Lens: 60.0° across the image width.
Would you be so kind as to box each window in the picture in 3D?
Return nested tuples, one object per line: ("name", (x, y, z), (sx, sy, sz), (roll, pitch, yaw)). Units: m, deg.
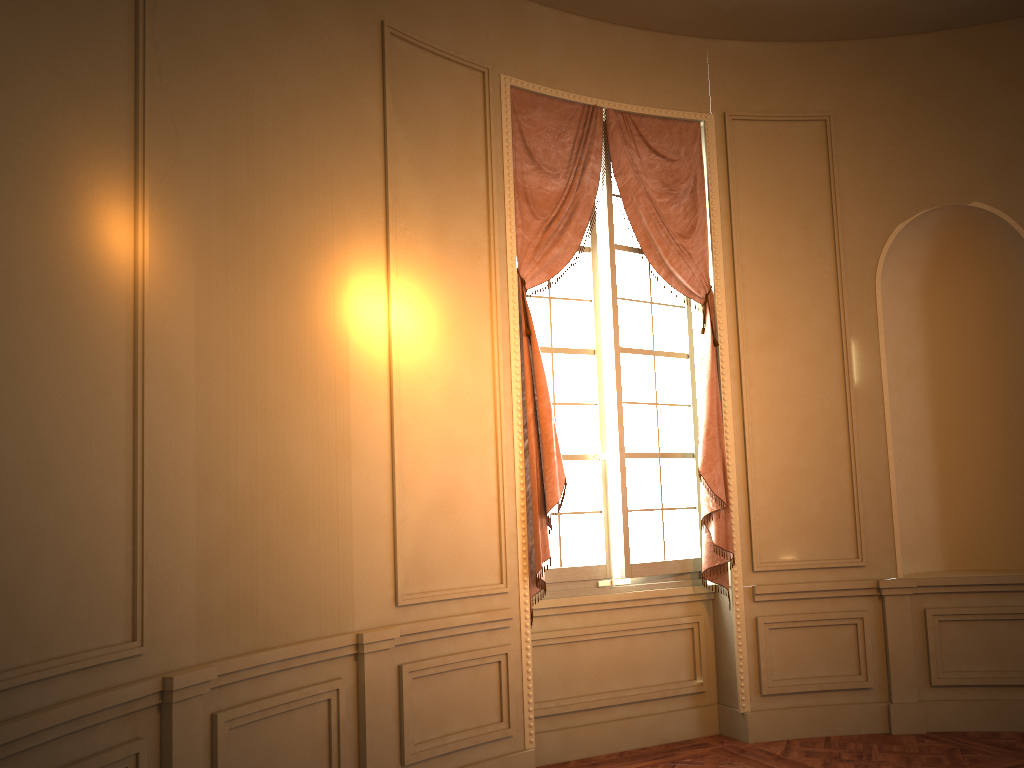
("window", (0.554, -0.202, 5.228), (1.333, 2.826, 0.151), (1, -6, -25))

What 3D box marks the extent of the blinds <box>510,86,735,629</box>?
("blinds", (0.655, -0.169, 5.021), (1.357, 2.966, 0.282), (1, -6, -26))
